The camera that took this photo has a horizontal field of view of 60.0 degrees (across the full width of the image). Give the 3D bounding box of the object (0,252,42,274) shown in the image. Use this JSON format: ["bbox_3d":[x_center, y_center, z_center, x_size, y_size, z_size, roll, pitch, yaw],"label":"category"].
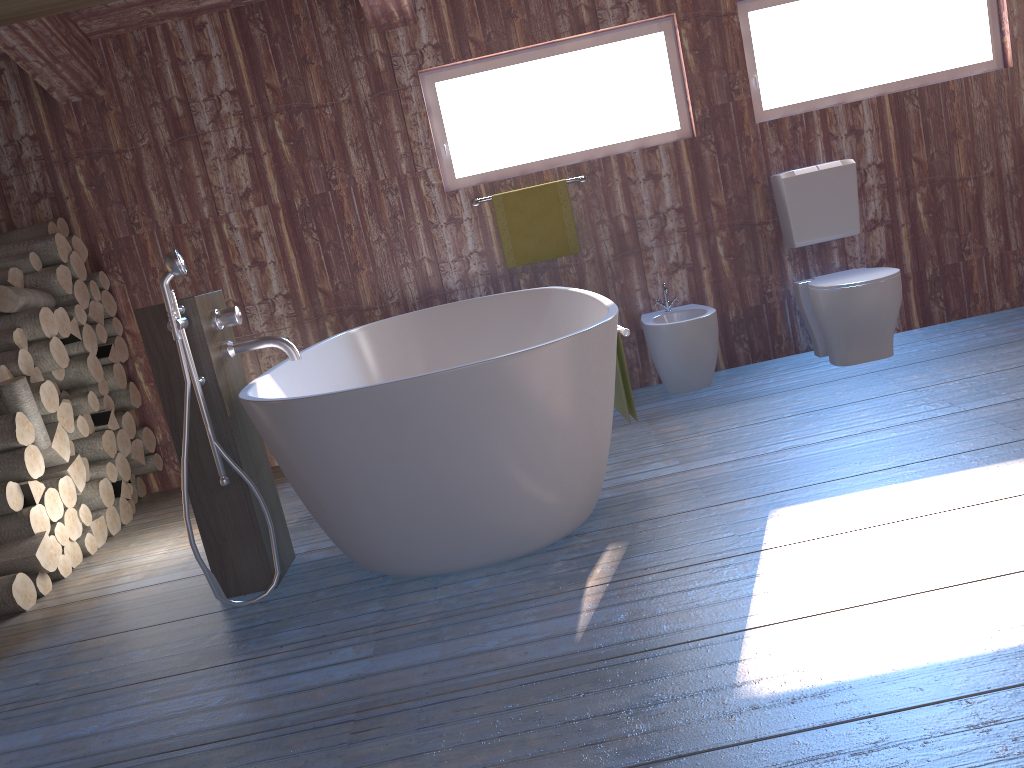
[{"bbox_3d":[-2.226,-0.522,3.945,0.227,0.097,0.094,-12,11,2],"label":"object"}]

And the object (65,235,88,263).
[{"bbox_3d":[-2.268,-0.590,4.214,0.456,0.142,0.133,-12,11,2],"label":"object"}]

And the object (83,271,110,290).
[{"bbox_3d":[-2.217,-0.467,4.364,0.438,0.109,0.102,-12,11,1],"label":"object"}]

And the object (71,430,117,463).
[{"bbox_3d":[-2.070,0.320,4.078,0.458,0.148,0.139,-12,11,1],"label":"object"}]

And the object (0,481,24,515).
[{"bbox_3d":[-2.030,0.455,3.300,0.370,0.120,0.117,-13,11,-1],"label":"object"}]

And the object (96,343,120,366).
[{"bbox_3d":[-2.140,-0.106,4.301,0.423,0.112,0.115,-12,11,1],"label":"object"}]

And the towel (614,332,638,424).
[{"bbox_3d":[0.372,-0.066,3.231,0.032,0.361,0.370,-13,11,-3],"label":"towel"}]

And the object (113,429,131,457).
[{"bbox_3d":[-2.056,0.320,4.216,0.439,0.145,0.135,-12,11,1],"label":"object"}]

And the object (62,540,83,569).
[{"bbox_3d":[-1.963,0.726,3.562,0.410,0.134,0.132,-13,11,-1],"label":"object"}]

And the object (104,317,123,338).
[{"bbox_3d":[-2.168,-0.244,4.403,0.438,0.109,0.102,-12,11,1],"label":"object"}]

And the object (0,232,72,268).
[{"bbox_3d":[-2.266,-0.576,4.055,0.456,0.139,0.135,-12,11,2],"label":"object"}]

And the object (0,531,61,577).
[{"bbox_3d":[-1.964,0.678,3.296,0.483,0.159,0.150,-12,11,0],"label":"object"}]

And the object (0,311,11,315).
[{"bbox_3d":[-2.293,-0.325,3.838,0.291,0.130,0.113,-12,11,2],"label":"object"}]

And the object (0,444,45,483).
[{"bbox_3d":[-2.055,0.344,3.418,0.437,0.133,0.137,-13,11,-1],"label":"object"}]

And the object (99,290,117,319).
[{"bbox_3d":[-2.197,-0.355,4.372,0.439,0.152,0.147,-12,11,1],"label":"object"}]

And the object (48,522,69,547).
[{"bbox_3d":[-1.981,0.637,3.480,0.437,0.100,0.098,-13,11,-1],"label":"object"}]

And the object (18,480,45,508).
[{"bbox_3d":[-2.024,0.453,3.404,0.421,0.104,0.106,-13,11,-1],"label":"object"}]

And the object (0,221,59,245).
[{"bbox_3d":[-2.304,-0.684,4.216,0.270,0.121,0.104,-12,11,2],"label":"object"}]

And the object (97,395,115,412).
[{"bbox_3d":[-2.059,0.136,4.221,0.289,0.117,0.116,-13,11,-1],"label":"object"}]

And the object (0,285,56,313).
[{"bbox_3d":[-2.099,-0.358,3.809,0.121,0.157,0.302,-12,11,2],"label":"object"}]

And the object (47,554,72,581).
[{"bbox_3d":[0.070,-1.103,2.225,5.569,3.264,0.258,-8,11,21],"label":"object"}]

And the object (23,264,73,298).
[{"bbox_3d":[-2.234,-0.428,3.995,0.458,0.148,0.139,-12,11,1],"label":"object"}]

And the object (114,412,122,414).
[{"bbox_3d":[-2.124,0.210,4.482,0.301,0.113,0.114,-13,11,-1],"label":"object"}]

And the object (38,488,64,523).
[{"bbox_3d":[-2.015,0.520,3.486,0.437,0.133,0.137,-13,11,-1],"label":"object"}]

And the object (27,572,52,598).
[{"bbox_3d":[-1.949,0.788,3.288,0.437,0.100,0.098,-13,11,-1],"label":"object"}]

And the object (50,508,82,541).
[{"bbox_3d":[-1.994,0.613,3.596,0.437,0.133,0.137,-13,11,-1],"label":"object"}]

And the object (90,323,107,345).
[{"bbox_3d":[-2.160,-0.199,4.212,0.438,0.109,0.102,-12,11,1],"label":"object"}]

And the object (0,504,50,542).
[{"bbox_3d":[-2.003,0.571,3.366,0.437,0.133,0.137,-13,11,-1],"label":"object"}]

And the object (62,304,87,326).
[{"bbox_3d":[-2.177,-0.275,4.044,0.438,0.109,0.102,-12,11,1],"label":"object"}]

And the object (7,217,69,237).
[{"bbox_3d":[-2.312,-0.726,4.316,0.271,0.113,0.112,-12,11,1],"label":"object"}]

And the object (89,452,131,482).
[{"bbox_3d":[-2.025,0.434,4.130,0.437,0.143,0.141,-13,11,-1],"label":"object"}]

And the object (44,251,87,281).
[{"bbox_3d":[-2.230,-0.501,4.122,0.437,0.143,0.141,-13,11,-1],"label":"object"}]

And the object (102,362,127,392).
[{"bbox_3d":[-2.123,0.008,4.322,0.437,0.133,0.137,-13,11,-1],"label":"object"}]

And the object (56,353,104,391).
[{"bbox_3d":[-2.127,-0.028,4.070,0.437,0.143,0.141,-13,11,-1],"label":"object"}]

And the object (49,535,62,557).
[{"bbox_3d":[-1.974,0.677,3.411,0.437,0.100,0.098,-13,11,-1],"label":"object"}]

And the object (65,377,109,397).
[{"bbox_3d":[-2.086,0.033,4.200,0.301,0.113,0.114,-13,11,-1],"label":"object"}]

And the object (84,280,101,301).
[{"bbox_3d":[-2.204,-0.401,4.242,0.437,0.106,0.089,-12,11,2],"label":"object"}]

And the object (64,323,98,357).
[{"bbox_3d":[-2.154,-0.155,4.090,0.439,0.157,0.136,-12,11,2],"label":"object"}]

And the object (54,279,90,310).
[{"bbox_3d":[-2.200,-0.363,4.108,0.440,0.151,0.143,-12,11,1],"label":"object"}]

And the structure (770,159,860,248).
[{"bbox_3d":[1.476,-0.871,4.288,0.358,0.363,0.182,-12,11,2],"label":"structure"}]

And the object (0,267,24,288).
[{"bbox_3d":[-2.314,-0.416,3.875,0.319,0.121,0.140,-12,11,3],"label":"object"}]

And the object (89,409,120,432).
[{"bbox_3d":[-2.072,0.211,4.142,0.423,0.112,0.115,-12,11,1],"label":"object"}]

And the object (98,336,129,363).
[{"bbox_3d":[-2.142,-0.080,4.422,0.439,0.256,0.137,-12,11,1],"label":"object"}]

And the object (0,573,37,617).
[{"bbox_3d":[-1.952,0.788,3.159,0.437,0.143,0.141,-13,11,-1],"label":"object"}]

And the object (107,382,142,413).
[{"bbox_3d":[-2.114,0.103,4.446,0.455,0.137,0.139,-13,11,-1],"label":"object"}]

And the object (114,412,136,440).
[{"bbox_3d":[-2.071,0.243,4.304,0.440,0.147,0.138,-12,11,1],"label":"object"}]

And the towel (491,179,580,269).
[{"bbox_3d":[0.117,-0.774,4.304,0.370,0.361,0.032,-12,11,1],"label":"towel"}]

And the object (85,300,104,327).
[{"bbox_3d":[-2.208,-0.277,4.233,0.482,0.151,0.172,-12,11,2],"label":"object"}]

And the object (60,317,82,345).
[{"bbox_3d":[-2.160,-0.191,3.969,0.424,0.124,0.109,-12,11,0],"label":"object"}]
